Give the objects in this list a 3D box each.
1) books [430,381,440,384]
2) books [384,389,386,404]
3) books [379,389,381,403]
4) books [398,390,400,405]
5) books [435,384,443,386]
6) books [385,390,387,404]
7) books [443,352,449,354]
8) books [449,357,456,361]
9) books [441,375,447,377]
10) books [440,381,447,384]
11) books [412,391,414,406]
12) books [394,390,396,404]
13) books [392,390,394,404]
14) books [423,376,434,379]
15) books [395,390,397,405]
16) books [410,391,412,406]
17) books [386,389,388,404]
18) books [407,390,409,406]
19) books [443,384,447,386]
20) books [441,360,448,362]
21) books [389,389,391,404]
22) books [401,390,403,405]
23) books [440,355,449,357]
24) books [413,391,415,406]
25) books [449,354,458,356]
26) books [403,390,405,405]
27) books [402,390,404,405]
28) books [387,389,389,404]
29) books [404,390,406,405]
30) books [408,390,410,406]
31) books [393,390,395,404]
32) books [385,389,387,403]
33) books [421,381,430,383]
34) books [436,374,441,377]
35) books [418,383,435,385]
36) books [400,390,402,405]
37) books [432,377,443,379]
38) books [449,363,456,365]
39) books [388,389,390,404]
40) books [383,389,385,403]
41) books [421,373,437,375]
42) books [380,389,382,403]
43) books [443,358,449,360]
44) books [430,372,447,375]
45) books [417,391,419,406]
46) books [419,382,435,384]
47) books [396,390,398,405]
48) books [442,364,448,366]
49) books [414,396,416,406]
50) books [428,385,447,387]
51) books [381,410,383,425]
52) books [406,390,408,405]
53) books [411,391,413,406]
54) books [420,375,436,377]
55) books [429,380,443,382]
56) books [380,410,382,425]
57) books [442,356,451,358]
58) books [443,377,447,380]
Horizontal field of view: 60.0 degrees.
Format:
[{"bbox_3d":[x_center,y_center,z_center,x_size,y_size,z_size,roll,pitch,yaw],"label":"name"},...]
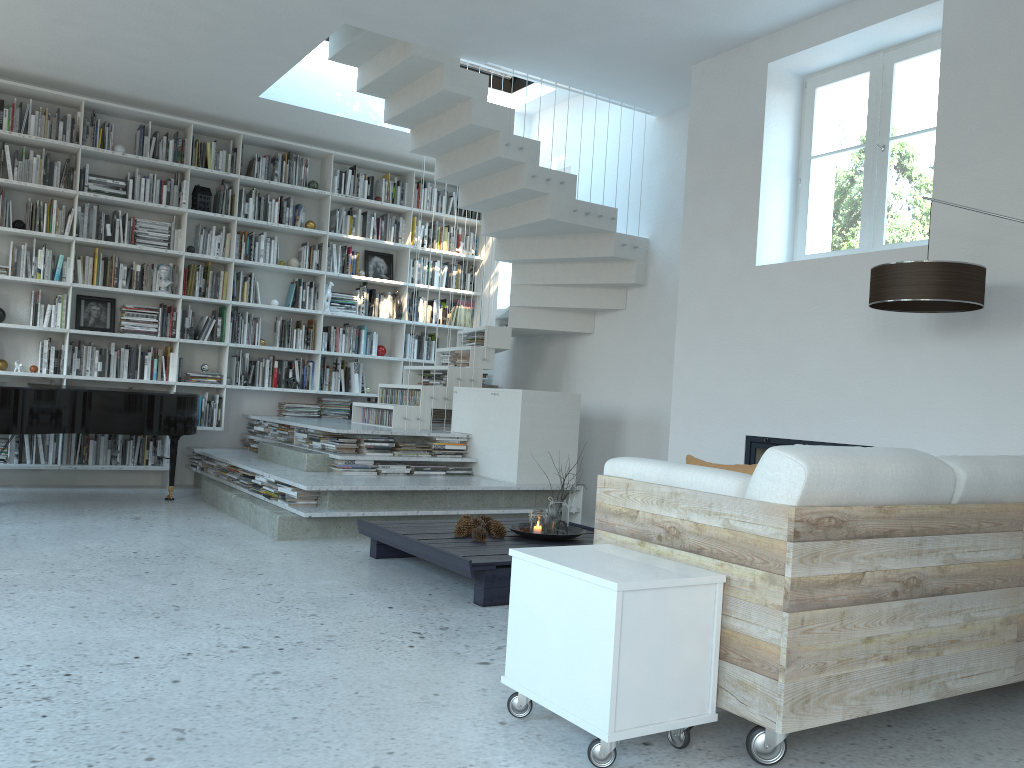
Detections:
[{"bbox_3d":[-0.589,-0.008,7.741,0.175,0.016,0.207,4,-1,-38],"label":"books"},{"bbox_3d":[-1.050,0.111,7.726,0.125,0.125,0.007,4,-1,-33],"label":"books"},{"bbox_3d":[-1.106,0.109,7.814,0.125,0.125,0.008,4,-1,-33],"label":"books"},{"bbox_3d":[-0.897,0.116,7.488,0.125,0.125,0.008,4,-1,-33],"label":"books"},{"bbox_3d":[-0.577,0.016,7.750,0.137,0.013,0.198,4,-1,-26],"label":"books"},{"bbox_3d":[-1.036,0.112,7.705,0.125,0.125,0.010,4,-1,-33],"label":"books"},{"bbox_3d":[-0.509,-0.276,8.028,0.157,0.014,0.180,4,-1,-35],"label":"books"},{"bbox_3d":[-0.427,-0.213,7.745,0.178,0.035,0.222,4,-1,-28],"label":"books"},{"bbox_3d":[-0.502,-0.060,7.465,0.169,0.014,0.212,4,-1,-13],"label":"books"},{"bbox_3d":[-0.517,-0.009,7.463,0.172,0.019,0.240,4,-1,-8],"label":"books"},{"bbox_3d":[-0.755,0.121,7.266,0.125,0.125,0.008,4,-1,-33],"label":"books"},{"bbox_3d":[-0.941,0.115,7.557,0.125,0.125,0.007,4,-1,-33],"label":"books"},{"bbox_3d":[-0.963,0.114,7.590,0.125,0.125,0.008,4,-1,-33],"label":"books"},{"bbox_3d":[-0.693,-0.055,7.938,0.140,0.022,0.181,4,-1,-39],"label":"books"},{"bbox_3d":[-0.930,0.115,7.539,0.125,0.125,0.014,4,-1,-33],"label":"books"},{"bbox_3d":[-0.775,0.120,7.298,0.125,0.125,0.008,4,-1,-33],"label":"books"},{"bbox_3d":[-1.030,0.112,7.696,0.125,0.125,0.010,4,-1,-33],"label":"books"},{"bbox_3d":[-0.805,0.119,7.345,0.125,0.125,0.008,4,-1,-33],"label":"books"},{"bbox_3d":[-0.498,0.010,7.467,0.136,0.017,0.288,4,-1,-10],"label":"books"},{"bbox_3d":[-0.508,-0.201,8.031,0.145,0.012,0.297,4,-1,-34],"label":"books"},{"bbox_3d":[-0.995,0.113,7.640,0.125,0.125,0.008,4,-1,-33],"label":"books"},{"bbox_3d":[-0.866,0.117,7.440,0.125,0.125,0.009,4,-1,-33],"label":"books"},{"bbox_3d":[-0.522,-0.249,8.020,0.173,0.011,0.203,4,-1,-38],"label":"books"},{"bbox_3d":[-0.747,0.121,7.254,0.125,0.125,0.007,4,-1,-33],"label":"books"},{"bbox_3d":[-0.431,-0.248,7.756,0.218,0.012,0.156,4,-1,-16],"label":"books"},{"bbox_3d":[-0.849,0.118,7.414,0.125,0.125,0.016,4,-1,-33],"label":"books"},{"bbox_3d":[-0.855,0.118,7.423,0.125,0.125,0.009,4,-1,-33],"label":"books"},{"bbox_3d":[-1.015,0.112,7.672,0.125,0.125,0.009,4,-1,-33],"label":"books"},{"bbox_3d":[-0.837,0.118,7.394,0.125,0.125,0.009,4,-1,-33],"label":"books"},{"bbox_3d":[-0.797,0.120,7.332,0.125,0.125,0.010,4,-1,-33],"label":"books"},{"bbox_3d":[-0.951,0.114,7.572,0.125,0.125,0.010,4,-1,-33],"label":"books"},{"bbox_3d":[-1.041,0.111,7.713,0.125,0.125,0.008,4,-1,-33],"label":"books"},{"bbox_3d":[-0.708,-0.013,7.930,0.159,0.012,0.225,4,-1,-25],"label":"books"},{"bbox_3d":[-0.565,-0.070,7.755,0.133,0.017,0.178,4,-1,-29],"label":"books"},{"bbox_3d":[-0.713,0.004,7.928,0.189,0.007,0.195,4,-1,-35],"label":"books"},{"bbox_3d":[-0.877,0.117,7.457,0.125,0.125,0.008,4,-1,-33],"label":"books"},{"bbox_3d":[-0.588,-0.048,7.740,0.189,0.012,0.155,4,-1,-30],"label":"books"},{"bbox_3d":[-0.436,-0.171,7.756,0.200,0.014,0.177,4,-1,-28],"label":"books"},{"bbox_3d":[-1.007,0.113,7.659,0.125,0.125,0.007,4,-1,-33],"label":"books"},{"bbox_3d":[-1.062,0.111,7.745,0.125,0.125,0.008,4,-1,-33],"label":"books"},{"bbox_3d":[-0.695,-0.087,7.936,0.161,0.012,0.195,4,-1,-35],"label":"books"},{"bbox_3d":[-1.094,0.110,7.795,0.125,0.125,0.007,4,-1,-33],"label":"books"},{"bbox_3d":[-0.506,-0.217,8.031,0.143,0.019,0.230,4,-1,-34],"label":"books"},{"bbox_3d":[-0.585,-0.087,7.741,0.177,0.014,0.194,4,-1,-38],"label":"books"},{"bbox_3d":[-0.706,0.124,7.191,0.125,0.123,0.035,4,-1,-33],"label":"books"},{"bbox_3d":[-0.706,-0.003,7.932,0.158,0.009,0.216,4,-1,-39],"label":"books"},{"bbox_3d":[-0.919,0.116,7.523,0.125,0.125,0.007,4,-1,-33],"label":"books"},{"bbox_3d":[-0.509,-0.166,8.031,0.136,0.017,0.288,4,-1,-35],"label":"books"},{"bbox_3d":[-0.737,0.122,7.239,0.125,0.125,0.011,4,-1,-33],"label":"books"},{"bbox_3d":[-0.597,0.023,7.738,0.191,0.004,0.223,4,-1,-37],"label":"books"},{"bbox_3d":[-1.027,0.281,7.399,0.125,0.125,0.008,4,-1,-33],"label":"books"},{"bbox_3d":[-0.814,0.119,7.359,0.125,0.125,0.009,4,-1,-33],"label":"books"},{"bbox_3d":[-0.764,0.121,7.280,0.125,0.125,0.010,4,-1,-33],"label":"books"},{"bbox_3d":[-0.698,-0.070,7.935,0.160,0.009,0.208,4,-1,-37],"label":"books"},{"bbox_3d":[-0.589,-0.022,7.741,0.184,0.014,0.225,4,-1,-35],"label":"books"},{"bbox_3d":[-1.039,0.280,7.417,0.125,0.125,0.008,4,-1,-33],"label":"books"},{"bbox_3d":[-0.510,-0.235,8.029,0.149,0.017,0.239,4,-1,-35],"label":"books"},{"bbox_3d":[-0.492,-0.038,7.468,0.141,0.028,0.222,4,-1,-14],"label":"books"}]
